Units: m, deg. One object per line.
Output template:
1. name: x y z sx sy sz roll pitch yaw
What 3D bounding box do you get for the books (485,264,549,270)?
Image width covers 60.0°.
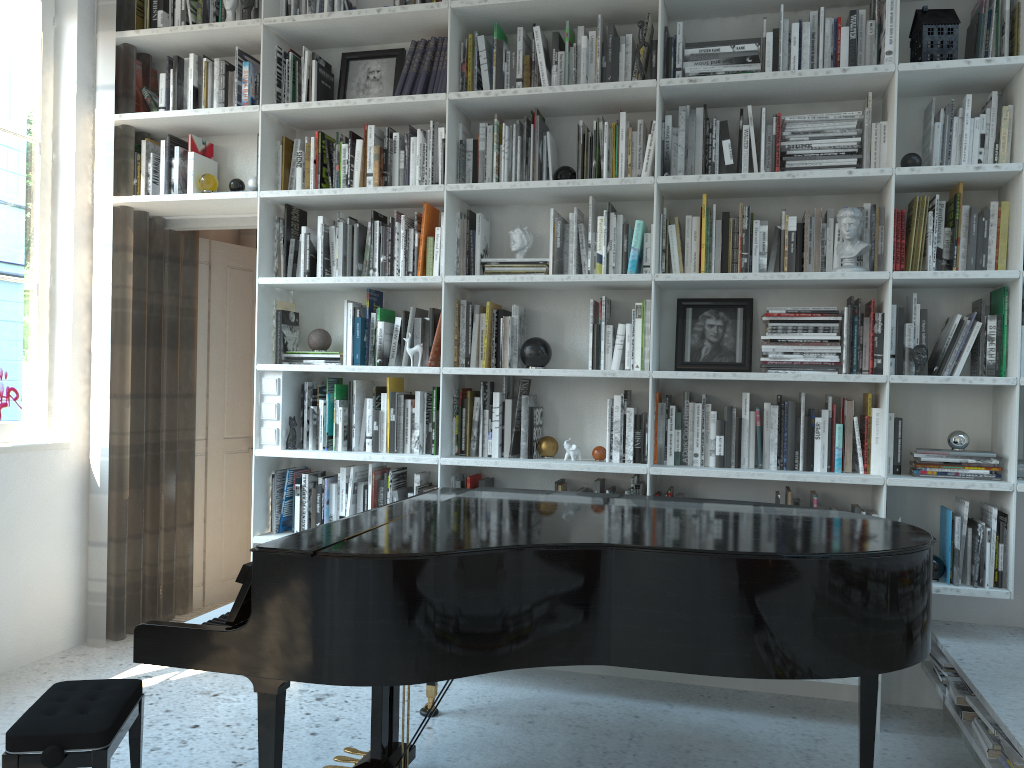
1. books: 0.028 -0.483 3.712 0.254 0.012 0.161 1 0 12

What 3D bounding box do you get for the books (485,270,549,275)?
1. books: 0.027 -0.459 3.710 0.254 0.012 0.161 1 0 11

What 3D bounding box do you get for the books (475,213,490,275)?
1. books: -0.124 -0.570 3.754 0.021 0.278 0.136 1 0 15

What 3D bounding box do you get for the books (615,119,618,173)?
1. books: 0.434 -0.921 3.602 0.004 0.265 0.141 1 0 15

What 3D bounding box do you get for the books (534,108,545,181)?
1. books: 0.115 -0.960 3.691 0.005 0.331 0.161 1 0 15

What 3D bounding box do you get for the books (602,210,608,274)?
1. books: 0.390 -0.553 3.597 0.012 0.265 0.193 1 0 15

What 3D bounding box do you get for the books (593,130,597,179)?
1. books: 0.347 -0.899 3.602 0.006 0.216 0.181 1 0 15

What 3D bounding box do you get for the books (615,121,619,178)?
1. books: 0.437 -0.915 3.595 0.006 0.253 0.180 1 0 15

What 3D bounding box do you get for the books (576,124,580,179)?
1. books: 0.283 -0.919 3.650 0.005 0.254 0.161 1 0 15

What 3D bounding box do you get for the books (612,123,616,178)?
1. books: 0.423 -0.915 3.605 0.017 0.253 0.139 1 0 15

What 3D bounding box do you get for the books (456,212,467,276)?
1. books: -0.205 -0.576 3.780 0.012 0.285 0.159 1 0 15

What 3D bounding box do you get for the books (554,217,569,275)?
1. books: 0.207 -0.548 3.650 0.030 0.247 0.174 1 0 15

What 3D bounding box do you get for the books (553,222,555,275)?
1. books: 0.192 -0.540 3.673 0.010 0.232 0.154 1 0 15

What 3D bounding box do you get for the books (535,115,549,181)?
1. books: 0.125 -0.938 3.666 0.011 0.287 0.189 1 0 15

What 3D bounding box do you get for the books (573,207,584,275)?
1. books: 0.273 -0.566 3.635 0.012 0.286 0.167 1 0 15

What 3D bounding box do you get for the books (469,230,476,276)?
1. books: -0.150 -0.537 3.767 0.034 0.210 0.136 1 0 15

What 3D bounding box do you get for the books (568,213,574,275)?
1. books: 0.259 -0.557 3.650 0.022 0.267 0.151 1 0 15

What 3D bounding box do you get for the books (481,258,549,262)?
1. books: 0.028 -0.507 3.709 0.285 0.012 0.159 1 0 11

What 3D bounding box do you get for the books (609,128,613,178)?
1. books: 0.413 -0.907 3.621 0.011 0.236 0.130 1 0 15

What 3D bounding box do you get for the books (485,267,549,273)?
1. books: 0.027 -0.471 3.708 0.254 0.012 0.161 1 0 10

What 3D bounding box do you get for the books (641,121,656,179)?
1. books: 0.559 -0.903 3.541 0.064 0.237 0.208 1 0 15

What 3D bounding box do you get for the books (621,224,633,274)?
1. books: 0.470 -0.528 3.608 0.026 0.219 0.150 1 0 15

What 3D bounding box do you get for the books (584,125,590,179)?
1. books: 0.313 -0.910 3.612 0.005 0.236 0.178 1 0 15

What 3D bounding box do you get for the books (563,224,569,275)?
1. books: 0.240 -0.537 3.671 0.024 0.227 0.137 1 0 15

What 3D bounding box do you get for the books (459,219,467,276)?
1. books: -0.190 -0.562 3.770 0.024 0.257 0.134 1 0 15

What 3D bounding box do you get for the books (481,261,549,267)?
1. books: 0.029 -0.495 3.714 0.285 0.012 0.159 1 0 17

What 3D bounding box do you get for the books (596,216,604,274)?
1. books: 0.373 -0.544 3.612 0.028 0.247 0.170 1 0 15

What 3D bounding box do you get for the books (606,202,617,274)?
1. books: 0.404 -0.570 3.603 0.011 0.301 0.178 1 0 15

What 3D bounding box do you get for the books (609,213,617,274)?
1. books: 0.420 -0.549 3.599 0.023 0.260 0.170 1 0 15

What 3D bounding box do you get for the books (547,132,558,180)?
1. books: 0.172 -0.909 3.672 0.031 0.232 0.147 1 0 15

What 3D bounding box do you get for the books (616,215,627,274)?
1. books: 0.447 -0.547 3.613 0.022 0.256 0.152 1 0 15

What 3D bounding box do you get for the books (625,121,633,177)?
1. books: 0.475 -0.915 3.591 0.010 0.257 0.140 1 0 15

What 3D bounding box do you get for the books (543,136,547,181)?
1. books: 0.150 -0.903 3.688 0.012 0.218 0.151 1 0 15

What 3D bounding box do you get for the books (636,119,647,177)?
1. books: 0.523 -0.914 3.573 0.022 0.257 0.155 1 0 15

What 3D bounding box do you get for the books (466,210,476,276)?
1. books: -0.168 -0.581 3.782 0.011 0.298 0.135 1 1 15

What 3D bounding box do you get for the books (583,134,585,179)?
1. books: 0.311 -0.899 3.640 0.013 0.216 0.149 1 0 15

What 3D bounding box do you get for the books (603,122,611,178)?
1. books: 0.393 -0.912 3.589 0.013 0.244 0.188 1 0 15

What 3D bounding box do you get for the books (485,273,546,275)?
1. books: 0.029 -0.446 3.719 0.254 0.012 0.161 1 0 15

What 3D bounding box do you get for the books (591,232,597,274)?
1. books: 0.351 -0.516 3.637 0.025 0.189 0.140 1 0 15

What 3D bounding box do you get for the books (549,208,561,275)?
1. books: 0.179 -0.567 3.663 0.012 0.285 0.159 1 0 15

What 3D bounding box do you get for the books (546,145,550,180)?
1. books: 0.158 -0.899 3.684 0.004 0.209 0.132 1 0 15

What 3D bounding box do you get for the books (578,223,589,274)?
1. books: 0.305 -0.534 3.643 0.048 0.225 0.149 1 0 15

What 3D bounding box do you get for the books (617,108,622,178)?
1. books: 0.444 -0.940 3.595 0.006 0.304 0.165 1 0 15

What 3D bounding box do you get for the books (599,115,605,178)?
1. books: 0.380 -0.934 3.627 0.033 0.287 0.155 1 0 15

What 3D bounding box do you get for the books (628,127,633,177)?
1. books: 0.486 -0.901 3.592 0.011 0.229 0.165 1 0 15

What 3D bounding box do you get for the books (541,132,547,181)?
1. books: 0.142 -0.912 3.697 0.009 0.237 0.134 1 0 15

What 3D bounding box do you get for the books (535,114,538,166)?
1. books: 0.119 -0.947 3.689 0.005 0.305 0.162 1 0 15

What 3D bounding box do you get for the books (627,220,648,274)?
1. books: 0.505 -0.531 3.574 0.060 0.227 0.179 1 0 15

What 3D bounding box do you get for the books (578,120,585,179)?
1. books: 0.293 -0.930 3.655 0.012 0.276 0.129 1 1 15

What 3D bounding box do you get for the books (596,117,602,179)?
1. books: 0.359 -0.928 3.622 0.005 0.275 0.157 1 0 15

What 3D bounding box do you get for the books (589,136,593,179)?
1. books: 0.336 -0.891 3.630 0.011 0.200 0.162 1 0 15

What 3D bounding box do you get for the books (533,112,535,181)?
1. books: 0.110 -0.953 3.696 0.005 0.316 0.157 1 0 15

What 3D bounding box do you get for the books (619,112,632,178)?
1. books: 0.458 -0.929 3.588 0.022 0.284 0.190 1 0 15

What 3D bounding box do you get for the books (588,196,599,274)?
1. books: 0.332 -0.586 3.627 0.010 0.329 0.173 1 0 15

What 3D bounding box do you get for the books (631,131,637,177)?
1. books: 0.503 -0.894 3.588 0.024 0.216 0.142 1 0 15

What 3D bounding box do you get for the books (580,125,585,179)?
1. books: 0.298 -0.912 3.625 0.005 0.240 0.173 1 0 15

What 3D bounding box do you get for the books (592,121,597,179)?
1. books: 0.348 -0.924 3.635 0.009 0.267 0.149 1 0 15
